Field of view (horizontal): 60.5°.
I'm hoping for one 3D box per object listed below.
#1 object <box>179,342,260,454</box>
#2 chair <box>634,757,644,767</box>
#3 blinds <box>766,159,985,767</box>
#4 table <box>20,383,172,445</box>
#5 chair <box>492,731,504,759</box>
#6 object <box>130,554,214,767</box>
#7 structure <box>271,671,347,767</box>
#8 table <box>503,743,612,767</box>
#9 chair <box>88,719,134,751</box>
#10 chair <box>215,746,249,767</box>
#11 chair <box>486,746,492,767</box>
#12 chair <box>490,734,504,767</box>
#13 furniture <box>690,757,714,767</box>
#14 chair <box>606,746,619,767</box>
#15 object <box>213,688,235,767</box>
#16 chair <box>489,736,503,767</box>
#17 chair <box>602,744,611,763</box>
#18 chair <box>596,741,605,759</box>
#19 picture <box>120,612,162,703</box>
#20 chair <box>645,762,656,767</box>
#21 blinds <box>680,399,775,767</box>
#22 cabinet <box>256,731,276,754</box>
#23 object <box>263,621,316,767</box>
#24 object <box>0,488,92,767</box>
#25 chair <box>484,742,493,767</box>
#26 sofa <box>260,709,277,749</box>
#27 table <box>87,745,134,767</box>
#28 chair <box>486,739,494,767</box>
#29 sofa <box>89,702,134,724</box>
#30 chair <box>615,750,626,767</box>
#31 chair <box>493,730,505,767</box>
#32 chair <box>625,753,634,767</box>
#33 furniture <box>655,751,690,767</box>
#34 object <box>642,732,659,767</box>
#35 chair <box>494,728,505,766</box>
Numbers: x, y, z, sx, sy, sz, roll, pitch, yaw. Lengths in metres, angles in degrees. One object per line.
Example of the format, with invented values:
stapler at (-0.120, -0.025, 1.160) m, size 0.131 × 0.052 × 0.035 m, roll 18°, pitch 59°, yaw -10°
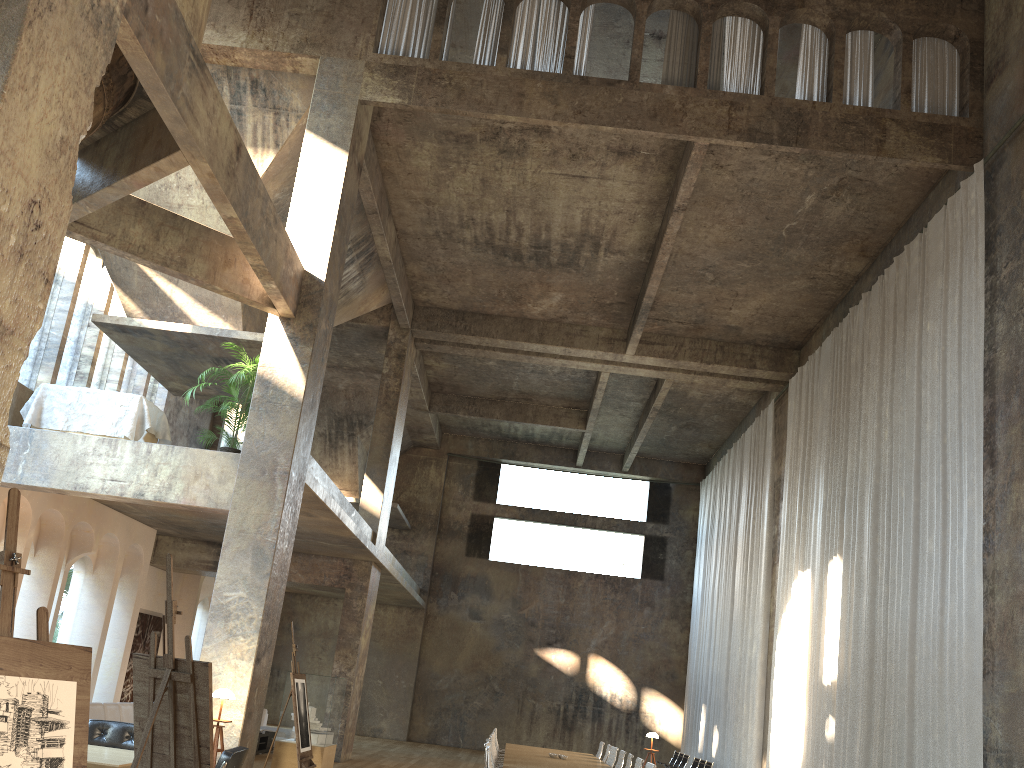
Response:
object at (-3.568, 0.280, 11.802) m, size 1.399 × 1.752 × 1.404 m, roll 5°, pitch -16°, yaw 8°
chair at (1.312, 5.259, 11.190) m, size 0.698 × 0.993 × 0.688 m, roll 5°, pitch -15°, yaw 7°
blinds at (5.240, 2.630, 13.603) m, size 0.275 × 8.369 × 8.098 m, roll 7°, pitch -16°, yaw 3°
table at (-5.566, 0.554, 11.831) m, size 1.748 × 0.777 × 1.154 m, roll 7°, pitch -18°, yaw 2°
chair at (-0.079, 6.001, 13.747) m, size 0.698 × 0.993 × 0.688 m, roll 5°, pitch -15°, yaw 7°
object at (-1.995, 2.064, 5.019) m, size 0.703 × 2.079 × 0.704 m, roll -2°, pitch -16°, yaw 33°
structure at (-2.511, 4.359, 10.801) m, size 0.594 × 1.499 × 0.767 m, roll 7°, pitch -14°, yaw 2°
table at (0.637, 5.733, 12.372) m, size 1.600 × 0.734 × 7.982 m, roll 7°, pitch -20°, yaw 2°
chair at (-3.689, 3.475, 7.827) m, size 0.730 × 0.864 × 0.848 m, roll 9°, pitch -16°, yaw -4°
chair at (-2.644, 3.342, 7.084) m, size 0.821 × 0.864 × 0.754 m, roll 8°, pitch -16°, yaw -2°
chair at (-0.040, 4.448, 9.419) m, size 0.698 × 0.993 × 0.688 m, roll 5°, pitch -15°, yaw 7°
chair at (-0.076, 5.685, 12.869) m, size 0.697 × 0.993 × 0.688 m, roll 5°, pitch -15°, yaw 10°
furniture at (3.635, 8.230, 18.358) m, size 0.708 × 0.814 × 1.937 m, roll 7°, pitch -19°, yaw 2°
chair at (1.300, 6.211, 13.838) m, size 0.699 × 0.993 × 0.687 m, roll 7°, pitch -15°, yaw 2°
object at (-3.203, 3.811, 9.139) m, size 0.570 × 1.256 × 0.680 m, roll 7°, pitch -14°, yaw 2°
chair at (-0.078, 5.376, 12.010) m, size 0.698 × 0.993 × 0.688 m, roll 5°, pitch -15°, yaw 7°
chair at (1.300, 6.512, 14.674) m, size 0.697 × 0.993 × 0.688 m, roll 5°, pitch -15°, yaw 10°
chair at (1.271, 6.812, 15.518) m, size 0.698 × 0.993 × 0.688 m, roll 5°, pitch -15°, yaw 7°
picture at (-7.431, 5.506, 17.612) m, size 0.069 × 1.714 × 1.554 m, roll 7°, pitch -16°, yaw 2°
chair at (1.315, 4.937, 10.294) m, size 0.698 × 0.993 × 0.688 m, roll 6°, pitch -15°, yaw 5°
blinds at (5.238, 5.675, 22.068) m, size 0.275 × 8.369 × 8.094 m, roll 7°, pitch -16°, yaw 2°
cabinet at (-4.782, 6.649, 16.290) m, size 0.395 × 0.357 × 1.616 m, roll 7°, pitch -19°, yaw 2°
object at (-2.456, 3.793, 9.988) m, size 0.684 × 2.079 × 0.723 m, roll 7°, pitch -14°, yaw 1°
object at (-1.890, 1.413, 3.172) m, size 0.684 × 2.079 × 0.723 m, roll 0°, pitch -15°, yaw 27°
chair at (-0.075, 4.748, 10.263) m, size 0.697 × 0.993 × 0.688 m, roll 5°, pitch -15°, yaw 10°
sofa at (-5.550, 7.055, 18.198) m, size 2.066 × 0.699 × 1.108 m, roll 7°, pitch -18°, yaw 1°
table at (-4.198, 3.252, 7.117) m, size 2.408 × 0.678 × 1.143 m, roll 7°, pitch -18°, yaw 2°
chair at (-0.084, 5.047, 11.099) m, size 0.699 × 0.993 × 0.687 m, roll 7°, pitch -15°, yaw 2°
sofa at (-5.548, 5.578, 14.096) m, size 2.063 × 0.699 × 3.030 m, roll 7°, pitch -19°, yaw 2°
chair at (1.312, 5.885, 12.927) m, size 0.698 × 0.993 × 0.688 m, roll 5°, pitch -15°, yaw 7°
chair at (-0.081, 6.323, 14.643) m, size 0.698 × 0.993 × 0.688 m, roll 6°, pitch -15°, yaw 5°
chair at (1.309, 5.575, 12.068) m, size 0.697 × 0.993 × 0.688 m, roll 5°, pitch -15°, yaw 10°
furniture at (3.634, 9.069, 20.690) m, size 0.708 × 0.814 × 1.937 m, roll 7°, pitch -19°, yaw 2°
object at (2.535, 7.273, 16.713) m, size 0.572 × 1.256 × 0.678 m, roll -2°, pitch -17°, yaw 34°
chair at (-0.079, 6.656, 15.569) m, size 0.698 × 0.993 × 0.688 m, roll 5°, pitch -15°, yaw 8°
